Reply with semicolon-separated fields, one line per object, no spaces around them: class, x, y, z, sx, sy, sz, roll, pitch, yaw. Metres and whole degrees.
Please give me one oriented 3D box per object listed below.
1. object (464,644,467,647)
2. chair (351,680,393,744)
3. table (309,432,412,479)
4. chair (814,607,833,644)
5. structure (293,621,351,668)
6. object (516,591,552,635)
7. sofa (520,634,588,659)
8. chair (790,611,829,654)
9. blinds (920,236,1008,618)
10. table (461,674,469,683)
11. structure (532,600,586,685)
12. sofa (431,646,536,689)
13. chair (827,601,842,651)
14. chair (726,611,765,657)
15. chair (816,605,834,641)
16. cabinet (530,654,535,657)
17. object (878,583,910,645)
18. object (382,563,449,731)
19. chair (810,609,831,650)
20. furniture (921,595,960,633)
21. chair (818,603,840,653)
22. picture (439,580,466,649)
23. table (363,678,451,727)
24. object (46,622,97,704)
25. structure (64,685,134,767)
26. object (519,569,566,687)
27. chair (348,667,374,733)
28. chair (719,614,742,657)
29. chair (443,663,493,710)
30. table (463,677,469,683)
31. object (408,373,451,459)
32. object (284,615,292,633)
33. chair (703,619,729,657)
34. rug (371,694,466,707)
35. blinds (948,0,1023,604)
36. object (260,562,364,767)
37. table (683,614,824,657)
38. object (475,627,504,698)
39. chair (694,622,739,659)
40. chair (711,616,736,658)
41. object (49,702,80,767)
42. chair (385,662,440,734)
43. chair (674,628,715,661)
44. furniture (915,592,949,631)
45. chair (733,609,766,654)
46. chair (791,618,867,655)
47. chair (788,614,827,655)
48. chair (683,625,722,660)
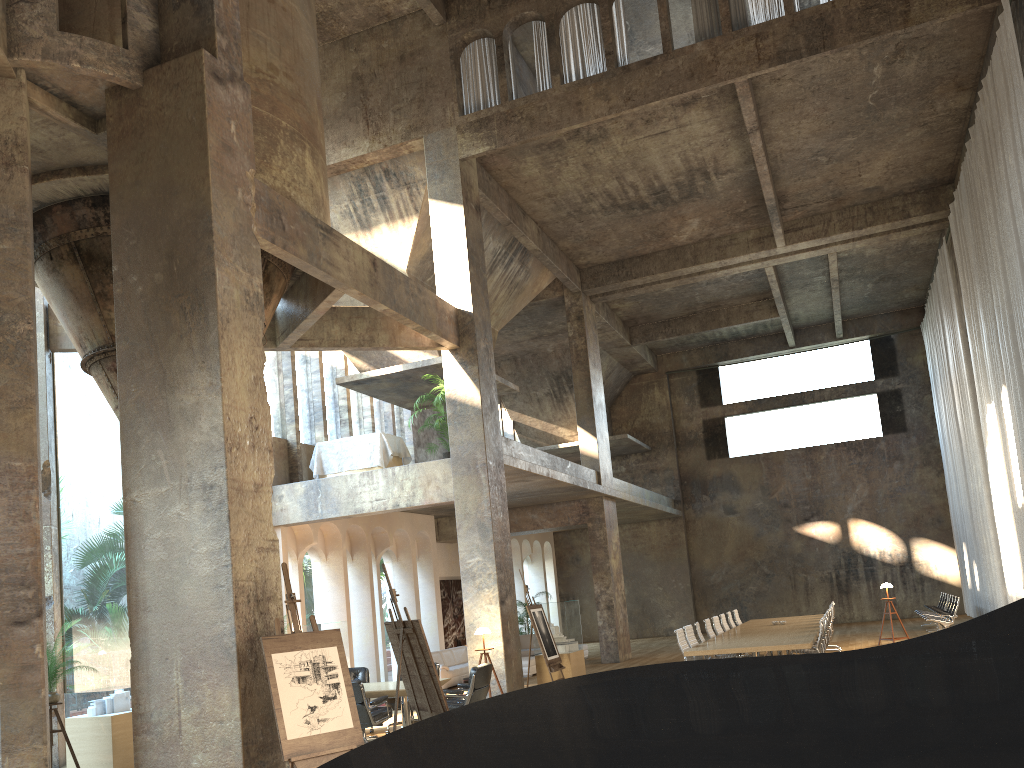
object;-1.147;6.935;22.308;0.174;0.619;0.242;-6;-7;9
chair;-1.812;3.966;10.536;0.736;0.876;0.830;-10;-11;27
table;-2.787;1.410;16.160;1.761;0.787;1.131;-10;-12;20
chair;5.254;4.375;15.124;0.705;1.007;0.672;-10;-10;26
structure;-3.197;4.842;14.913;0.598;1.520;0.752;-8;-8;20
object;0.456;6.617;24.071;1.414;1.780;1.370;-10;-10;26
sofa;0.809;6.739;22.434;2.081;0.708;1.086;-10;-13;20
chair;4.601;4.029;13.473;0.705;1.007;0.672;-10;-10;26
blinds;11.270;1.668;22.290;0.276;8.487;7.937;-8;-10;19
table;-0.522;5.854;17.359;0.865;0.242;0.375;-10;-13;21
structure;0.773;4.339;14.364;0.598;1.520;0.752;-8;-8;20
sofa;-0.733;5.919;18.532;2.078;0.708;2.970;-10;-14;20
chair;6.190;4.899;17.602;0.705;1.007;0.672;-10;-10;26
chair;4.586;4.953;17.220;0.704;1.007;0.673;-9;-10;24
chair;5.586;4.559;15.994;0.703;1.007;0.674;-9;-9;20
cabinet;0.867;6.404;20.373;0.398;0.362;1.584;-9;-14;20
object;7.795;4.796;18.308;0.658;1.274;0.581;0;-10;-36
object;-0.996;2.828;8.680;0.684;2.109;0.713;0;-9;-37
chair;4.928;4.204;14.308;0.706;1.007;0.671;-10;-10;29
furniture;9.515;5.154;19.517;0.713;0.825;1.898;-9;-13;20
chair;5.900;4.725;16.789;0.706;1.007;0.671;-10;-10;29
picture;-1.494;5.882;22.445;0.070;1.738;1.523;-8;-10;20
table;-2.083;4.311;11.448;2.427;0.687;1.120;-10;-13;21
object;-5.115;3.090;9.788;0.865;0.923;0.696;-10;-10;23
structure;-4.905;4.256;10.803;0.740;0.996;0.753;-9;-10;20
object;0.440;3.897;13.558;0.689;2.109;0.709;-8;-8;19
chair;-2.310;4.442;12.280;0.729;0.876;0.839;-4;-10;-6
chair;4.251;4.774;16.368;0.705;1.007;0.672;-10;-10;26
chair;-0.657;3.947;10.893;0.825;0.876;0.741;-8;-10;17
table;-0.385;5.947;17.699;0.795;0.199;1.126;-10;-14;20
object;-1.059;0.563;15.438;1.414;1.776;1.370;-10;-10;26
object;-4.023;4.215;14.767;0.690;0.922;0.874;-7;-10;11
chair;3.598;4.428;14.716;0.705;1.007;0.672;-10;-10;26
rug;-1.188;5.599;15.606;2.480;0.009;1.365;-11;-15;21
blinds;8.087;-0.020;14.242;0.277;8.488;7.930;-8;-10;21
object;-1.591;2.442;6.889;0.703;2.109;0.695;1;-10;-43
table;4.447;4.509;14.828;1.612;0.744;7.824;-10;-14;20
object;-0.467;4.259;13.023;0.574;1.274;0.666;-8;-9;21
chair;3.250;4.247;13.852;0.703;1.007;0.674;-9;-9;20
chair;3.923;4.599;15.532;0.706;1.007;0.671;-10;-10;29
object;-5.143;4.056;9.813;0.658;0.955;0.581;0;-10;-33
chair;-1.363;4.272;11.948;0.733;0.876;0.834;-8;-10;14
chair;2.659;3.905;12.240;0.705;1.007;0.672;-10;-10;26
furniture;10.392;5.619;21.734;0.713;0.825;1.898;-9;-13;20
chair;4.936;5.138;18.100;0.705;1.007;0.672;-10;-10;26
chair;1.311;4.177;12.809;13.039;1.012;31.953;-10;-15;20
chair;4.266;3.850;12.620;0.704;1.007;0.673;-9;-10;24
chair;2.943;4.079;13.054;0.706;1.007;0.671;-10;-10;29
